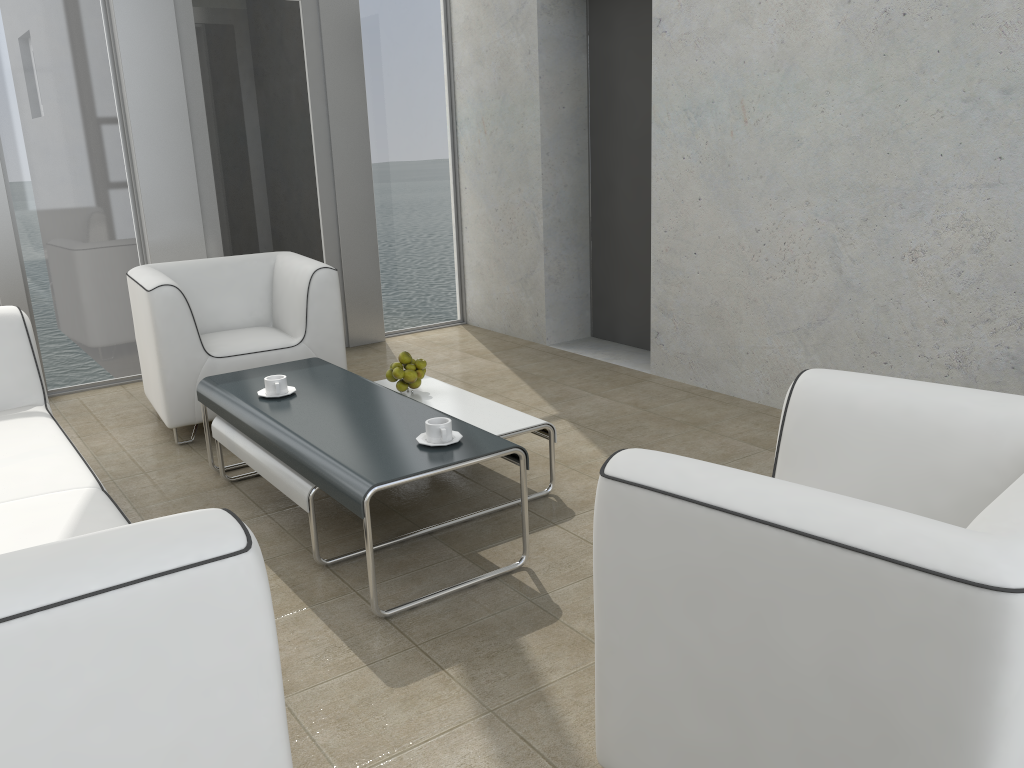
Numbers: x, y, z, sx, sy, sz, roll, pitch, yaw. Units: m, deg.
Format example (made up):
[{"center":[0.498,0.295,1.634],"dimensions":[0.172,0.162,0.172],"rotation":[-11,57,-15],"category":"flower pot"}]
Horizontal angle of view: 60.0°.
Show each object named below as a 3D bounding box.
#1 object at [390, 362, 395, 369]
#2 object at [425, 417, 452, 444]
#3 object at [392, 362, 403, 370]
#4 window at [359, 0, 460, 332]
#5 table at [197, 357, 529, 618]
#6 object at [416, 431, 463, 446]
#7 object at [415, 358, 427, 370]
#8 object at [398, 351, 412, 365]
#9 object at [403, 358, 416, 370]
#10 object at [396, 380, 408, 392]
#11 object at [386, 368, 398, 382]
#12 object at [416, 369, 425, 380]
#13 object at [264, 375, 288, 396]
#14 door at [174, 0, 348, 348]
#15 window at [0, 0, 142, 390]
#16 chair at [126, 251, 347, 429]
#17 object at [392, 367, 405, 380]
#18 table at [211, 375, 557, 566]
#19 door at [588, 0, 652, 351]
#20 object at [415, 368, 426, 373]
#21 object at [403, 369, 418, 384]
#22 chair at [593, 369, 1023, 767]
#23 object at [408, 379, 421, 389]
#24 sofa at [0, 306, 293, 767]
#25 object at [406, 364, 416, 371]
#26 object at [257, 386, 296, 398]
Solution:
[{"center":[-0.457,-0.061,3.509],"dimensions":[0.054,0.048,0.055],"rotation":[-16,21,-40],"category":"object"},{"center":[-0.213,0.136,2.554],"dimensions":[0.075,0.057,0.090],"rotation":[2,16,13],"category":"object"},{"center":[-0.446,-0.064,3.450],"dimensions":[0.044,0.043,0.040],"rotation":[-8,17,-19],"category":"object"},{"center":[-0.653,-1.657,5.567],"dimensions":[0.605,2.646,0.010],"rotation":[-13,19,-33],"category":"window"},{"center":[-0.572,0.260,3.007],"dimensions":[0.532,0.390,1.420],"rotation":[-13,19,-33],"category":"table"},{"center":[-0.210,0.160,2.568],"dimensions":[0.130,0.014,0.136],"rotation":[-8,17,-19],"category":"object"},{"center":[-0.357,-0.078,3.463],"dimensions":[0.047,0.045,0.047],"rotation":[-13,19,-33],"category":"object"},{"center":[-0.417,-0.102,3.468],"dimensions":[0.055,0.056,0.055],"rotation":[-13,19,-33],"category":"object"},{"center":[-0.403,-0.077,3.511],"dimensions":[0.055,0.054,0.050],"rotation":[5,17,24],"category":"object"},{"center":[-0.429,0.007,3.458],"dimensions":[0.048,0.048,0.048],"rotation":[-9,17,-23],"category":"object"},{"center":[-0.467,-0.034,3.470],"dimensions":[0.053,0.055,0.054],"rotation":[3,17,19],"category":"object"},{"center":[-0.361,-0.037,3.455],"dimensions":[0.039,0.040,0.040],"rotation":[-16,21,-41],"category":"object"},{"center":[-0.828,0.007,3.100],"dimensions":[0.075,0.057,0.090],"rotation":[2,16,13],"category":"object"},{"center":[-1.394,-1.170,5.043],"dimensions":[0.804,2.102,0.030],"rotation":[-13,19,-33],"category":"door"},{"center":[-2.276,-1.288,4.478],"dimensions":[0.556,2.646,0.010],"rotation":[-13,19,-33],"category":"window"},{"center":[-1.294,-0.250,4.175],"dimensions":[0.829,0.635,0.720],"rotation":[-11,18,-28],"category":"chair"},{"center":[-0.436,-0.041,3.413],"dimensions":[0.047,0.048,0.047],"rotation":[3,16,17],"category":"object"},{"center":[-0.479,0.252,3.232],"dimensions":[0.929,0.276,0.901],"rotation":[-13,19,-33],"category":"table"},{"center":[0.731,-1.212,4.938],"dimensions":[0.040,2.080,0.864],"rotation":[-13,19,-33],"category":"door"},{"center":[-0.362,-0.052,3.497],"dimensions":[0.047,0.045,0.047],"rotation":[-11,18,-29],"category":"object"},{"center":[-0.395,-0.030,3.431],"dimensions":[0.058,0.058,0.058],"rotation":[4,17,21],"category":"object"},{"center":[0.674,0.386,1.639],"dimensions":[0.720,0.635,0.829],"rotation":[13,22,43],"category":"chair"},{"center":[-0.386,-0.009,3.491],"dimensions":[0.059,0.056,0.061],"rotation":[1,16,10],"category":"object"},{"center":[-1.479,0.330,2.134],"dimensions":[0.971,0.638,2.601],"rotation":[-13,19,-33],"category":"sofa"},{"center":[-0.394,-0.062,3.458],"dimensions":[0.040,0.038,0.040],"rotation":[5,17,25],"category":"object"},{"center":[-0.825,0.030,3.114],"dimensions":[0.130,0.014,0.136],"rotation":[-8,17,-19],"category":"object"}]
